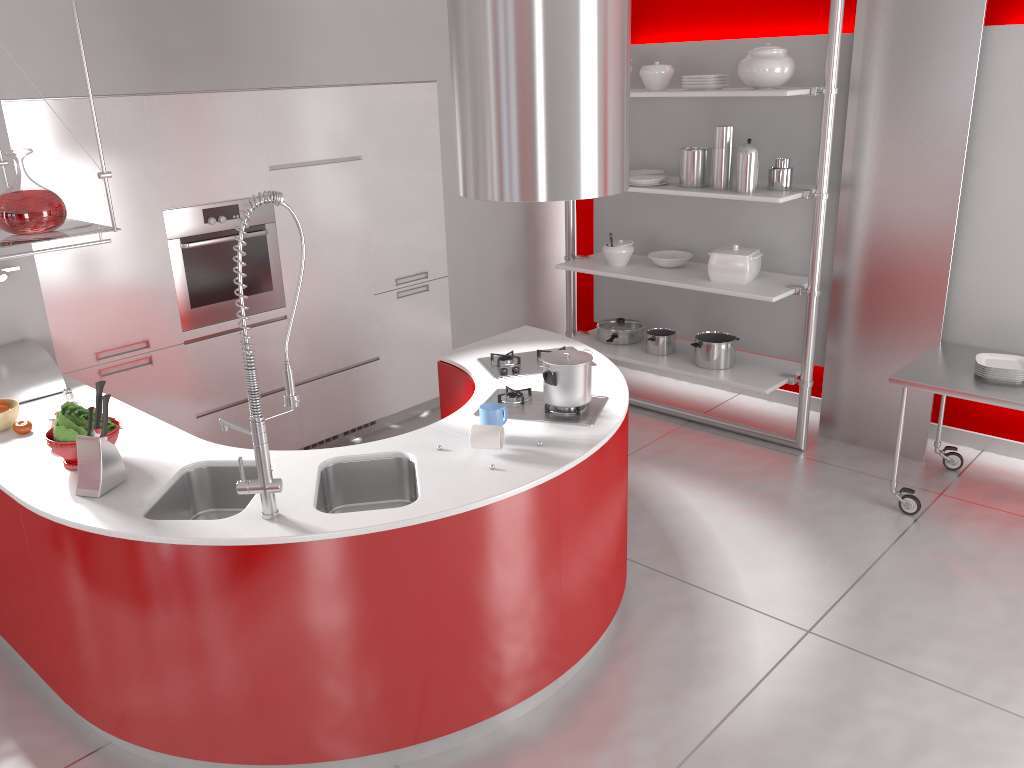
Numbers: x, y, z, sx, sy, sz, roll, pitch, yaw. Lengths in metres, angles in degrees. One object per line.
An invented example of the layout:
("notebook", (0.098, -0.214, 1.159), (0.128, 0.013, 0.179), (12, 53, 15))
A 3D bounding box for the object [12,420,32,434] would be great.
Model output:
("object", (-1.798, 0.160, 3.258), (0.065, 0.047, 0.063), (15, 26, 40))

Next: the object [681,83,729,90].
("object", (1.049, -1.612, 4.816), (0.200, 0.030, 0.200), (15, 26, 40))

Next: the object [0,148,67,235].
("object", (-1.566, -0.619, 2.858), (0.213, 0.266, 0.213), (-8, 21, -18))

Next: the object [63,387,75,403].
("object", (-1.775, 0.045, 3.546), (0.042, 0.066, 0.043), (-15, 23, -32))

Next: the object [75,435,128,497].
("object", (-1.299, 0.241, 2.773), (0.091, 0.178, 0.137), (4, 20, 15))

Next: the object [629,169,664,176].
("object", (0.799, -1.266, 5.373), (0.244, 0.042, 0.244), (11, 23, 33))

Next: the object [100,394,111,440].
("object", (-1.269, 0.179, 2.762), (0.012, 0.279, 0.130), (3, 20, 13))

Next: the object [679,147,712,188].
("object", (1.016, -1.208, 4.939), (0.172, 0.205, 0.184), (-19, 25, -39))

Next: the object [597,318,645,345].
("object", (0.665, -0.347, 5.710), (0.407, 0.130, 0.308), (-17, 25, -37))

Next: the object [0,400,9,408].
("object", (-1.928, 0.085, 3.335), (0.066, 0.049, 0.062), (14, 25, 37))

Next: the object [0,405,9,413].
("object", (-1.894, 0.103, 3.281), (0.062, 0.049, 0.066), (-17, 25, -36))

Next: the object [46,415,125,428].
("object", (-1.600, 0.139, 3.336), (0.375, 0.008, 0.041), (5, 21, 19))

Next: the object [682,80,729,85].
("object", (1.049, -1.627, 4.810), (0.200, 0.030, 0.200), (15, 26, 40))

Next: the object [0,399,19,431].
("object", (-1.939, 0.130, 3.300), (0.201, 0.086, 0.201), (16, 26, 41))

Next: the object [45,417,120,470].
("object", (-1.433, 0.205, 2.984), (0.229, 0.118, 0.228), (3, 20, 13))

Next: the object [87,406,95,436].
("object", (-1.321, 0.174, 2.775), (0.009, 0.197, 0.091), (3, 20, 13))

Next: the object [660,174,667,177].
("object", (0.799, -1.253, 5.378), (0.280, 0.015, 0.280), (-5, 20, -9))

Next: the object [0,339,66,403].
("object", (-2.100, -0.030, 3.620), (0.300, 0.170, 0.400), (15, 26, 40))

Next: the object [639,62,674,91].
("object", (0.811, -1.725, 4.972), (0.192, 0.153, 0.192), (-14, 23, -31))

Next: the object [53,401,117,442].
("object", (-1.426, 0.157, 2.960), (0.193, 0.182, 0.198), (-18, 25, -39))

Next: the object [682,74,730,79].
("object", (1.047, -1.656, 4.800), (0.200, 0.030, 0.200), (15, 26, 40))

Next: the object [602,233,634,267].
("object", (0.651, -0.833, 5.430), (0.192, 0.214, 0.192), (9, 22, 28))

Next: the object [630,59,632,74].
("object", (0.583, -1.804, 5.163), (0.231, 0.191, 0.231), (-4, 20, -6))

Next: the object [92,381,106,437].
("object", (-1.293, 0.160, 2.772), (0.014, 0.322, 0.150), (3, 20, 13))

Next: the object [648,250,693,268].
("object", (0.959, -0.748, 5.376), (0.272, 0.072, 0.272), (0, 20, 7))

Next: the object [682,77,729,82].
("object", (1.048, -1.641, 4.805), (0.200, 0.030, 0.200), (15, 26, 40))

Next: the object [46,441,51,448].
("object", (-1.595, 0.204, 3.108), (0.064, 0.048, 0.063), (5, 21, 20))

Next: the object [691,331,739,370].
("object", (1.188, -0.197, 5.192), (0.240, 0.161, 0.259), (7, 22, 24))

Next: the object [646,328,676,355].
("object", (0.915, -0.260, 5.454), (0.182, 0.122, 0.196), (-2, 20, 1))

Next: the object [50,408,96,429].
("object", (-1.651, 0.138, 3.361), (0.168, 0.006, 0.266), (-9, 21, -19))

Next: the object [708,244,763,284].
("object", (1.252, -0.684, 4.982), (0.282, 0.197, 0.235), (10, 23, 31))
